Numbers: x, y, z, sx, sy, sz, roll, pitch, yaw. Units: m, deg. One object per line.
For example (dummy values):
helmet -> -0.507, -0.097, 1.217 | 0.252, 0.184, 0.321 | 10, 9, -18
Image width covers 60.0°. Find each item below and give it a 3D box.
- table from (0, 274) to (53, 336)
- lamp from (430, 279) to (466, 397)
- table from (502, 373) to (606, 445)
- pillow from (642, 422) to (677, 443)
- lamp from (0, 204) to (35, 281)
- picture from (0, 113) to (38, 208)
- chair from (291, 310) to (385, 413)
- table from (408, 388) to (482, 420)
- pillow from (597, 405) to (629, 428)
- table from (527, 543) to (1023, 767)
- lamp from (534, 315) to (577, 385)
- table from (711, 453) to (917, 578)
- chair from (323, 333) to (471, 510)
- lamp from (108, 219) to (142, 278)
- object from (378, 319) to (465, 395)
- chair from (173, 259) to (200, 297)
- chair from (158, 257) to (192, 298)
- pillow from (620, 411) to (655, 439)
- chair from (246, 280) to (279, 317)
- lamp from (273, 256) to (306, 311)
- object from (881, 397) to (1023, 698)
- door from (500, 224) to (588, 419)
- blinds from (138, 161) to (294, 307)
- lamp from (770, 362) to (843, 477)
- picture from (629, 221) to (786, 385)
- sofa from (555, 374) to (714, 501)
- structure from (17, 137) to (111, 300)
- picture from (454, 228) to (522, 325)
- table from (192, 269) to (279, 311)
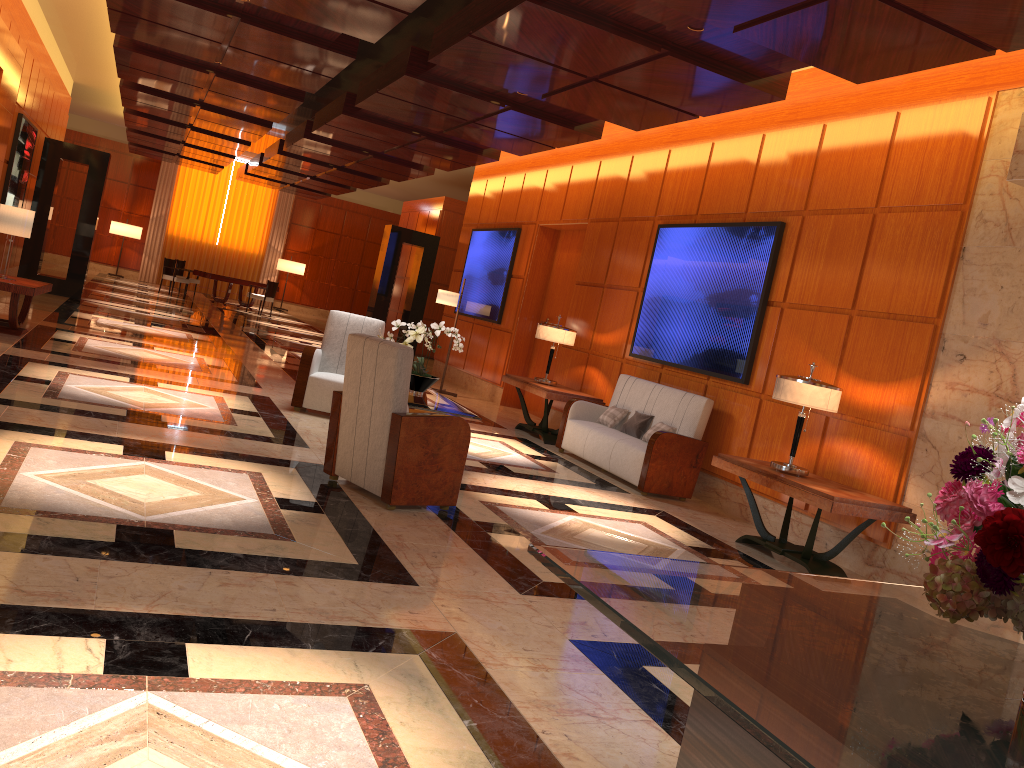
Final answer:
table -> -5.256, -0.825, 9.107 | 0.723, 0.533, 1.173 | 11, 4, -21
lamp -> -0.907, -0.686, 12.461 | 0.525, 1.658, 0.361 | 11, 2, -34
table -> 0.396, 0.318, 10.080 | 0.723, 0.606, 1.276 | 11, 4, -23
pillow -> 1.347, 0.468, 8.155 | 0.201, 0.229, 0.274 | 11, 3, -21
lamp -> 0.461, 0.002, 6.201 | 13.046, 0.734, 0.334 | 14, 3, 26
picture -> -7.448, -3.253, 13.406 | 0.056, 1.450, 2.006 | 12, 3, -24
chair -> -1.583, -0.184, 8.375 | 0.737, 0.959, 0.630 | 12, 3, -5
table -> -0.861, 0.319, 7.104 | 0.720, 0.495, 1.567 | 11, 4, -21
pillow -> 1.017, 0.330, 8.966 | 0.194, 0.226, 0.345 | 12, 4, -19
table -> 0.983, 0.993, 1.685 | 1.595, 0.744, 1.608 | 11, 4, -24
lamp -> 0.463, -0.401, 10.091 | 0.460, 0.793, 0.457 | 14, 3, 28
table -> 2.012, 0.961, 6.209 | 0.723, 0.606, 1.276 | 11, 4, -23
chair -> -0.710, 0.219, 5.522 | 0.626, 0.959, 0.741 | 10, 4, -45
lamp -> -10.940, -3.818, 24.876 | 0.813, 1.658, 0.810 | 13, 2, 16
object -> -0.736, -0.232, 7.217 | 0.419, 0.616, 0.785 | 15, 4, 43
chair -> -8.477, -2.741, 22.988 | 0.577, 0.893, 0.585 | 13, 3, 4
chair -> -8.300, -2.610, 21.744 | 0.577, 0.893, 0.584 | 13, 3, 14
pillow -> 1.210, 0.392, 8.578 | 0.159, 0.252, 0.359 | 11, 4, -27
chair -> -6.169, -2.156, 21.973 | 0.578, 0.893, 0.584 | 13, 3, 19
lamp -> -6.767, -3.032, 26.726 | 0.813, 1.658, 0.810 | 13, 2, 16
object -> 1.126, 0.305, 1.679 | 0.647, 0.657, 0.683 | 11, 4, -33
door -> 0.556, -0.840, 12.062 | 0.339, 2.647, 1.545 | 12, 3, -24
blinds -> -8.704, -4.674, 26.398 | 3.841, 4.059, 0.149 | 11, 2, -24
lamp -> 2.051, 0.239, 6.283 | 0.457, 0.809, 0.460 | 12, 3, -15
picture -> 1.823, -0.853, 8.647 | 0.056, 1.450, 2.006 | 12, 3, -24
sofa -> 1.147, 0.421, 8.534 | 0.611, 0.931, 1.807 | 11, 4, -23
structure -> -7.498, -2.747, 14.839 | 0.982, 2.494, 0.502 | 12, 2, -24
picture -> -0.419, -1.745, 14.019 | 0.056, 1.450, 2.006 | 12, 3, -24
table -> -7.037, -2.323, 22.490 | 0.787, 0.740, 2.101 | 15, 4, 37
